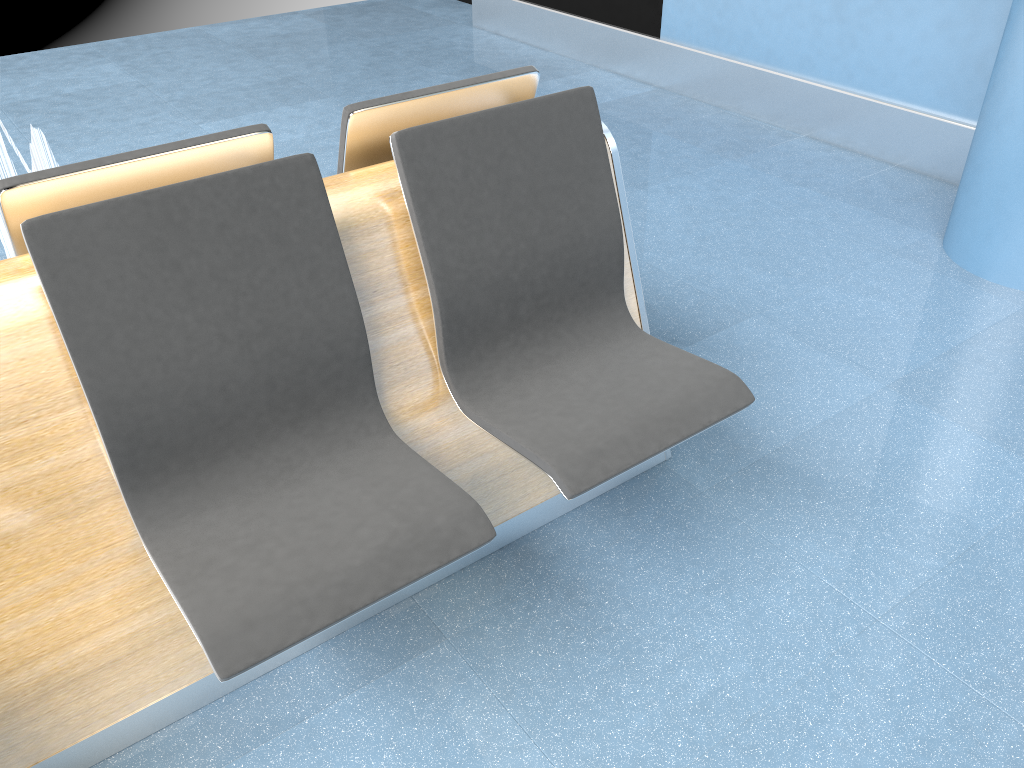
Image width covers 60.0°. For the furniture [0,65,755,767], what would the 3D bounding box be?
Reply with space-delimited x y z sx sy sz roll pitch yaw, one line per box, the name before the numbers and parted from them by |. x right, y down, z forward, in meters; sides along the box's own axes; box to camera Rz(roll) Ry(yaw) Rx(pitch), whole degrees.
furniture | -0.732 0.045 1.709 2.281 0.896 1.301 -23 41 -29
